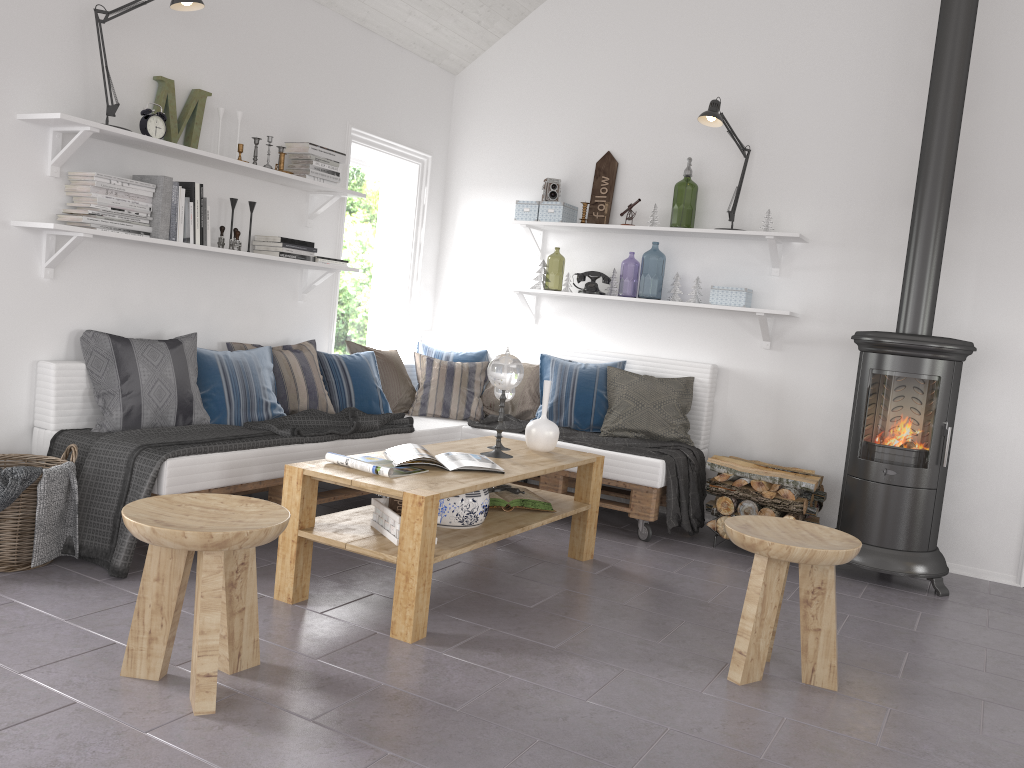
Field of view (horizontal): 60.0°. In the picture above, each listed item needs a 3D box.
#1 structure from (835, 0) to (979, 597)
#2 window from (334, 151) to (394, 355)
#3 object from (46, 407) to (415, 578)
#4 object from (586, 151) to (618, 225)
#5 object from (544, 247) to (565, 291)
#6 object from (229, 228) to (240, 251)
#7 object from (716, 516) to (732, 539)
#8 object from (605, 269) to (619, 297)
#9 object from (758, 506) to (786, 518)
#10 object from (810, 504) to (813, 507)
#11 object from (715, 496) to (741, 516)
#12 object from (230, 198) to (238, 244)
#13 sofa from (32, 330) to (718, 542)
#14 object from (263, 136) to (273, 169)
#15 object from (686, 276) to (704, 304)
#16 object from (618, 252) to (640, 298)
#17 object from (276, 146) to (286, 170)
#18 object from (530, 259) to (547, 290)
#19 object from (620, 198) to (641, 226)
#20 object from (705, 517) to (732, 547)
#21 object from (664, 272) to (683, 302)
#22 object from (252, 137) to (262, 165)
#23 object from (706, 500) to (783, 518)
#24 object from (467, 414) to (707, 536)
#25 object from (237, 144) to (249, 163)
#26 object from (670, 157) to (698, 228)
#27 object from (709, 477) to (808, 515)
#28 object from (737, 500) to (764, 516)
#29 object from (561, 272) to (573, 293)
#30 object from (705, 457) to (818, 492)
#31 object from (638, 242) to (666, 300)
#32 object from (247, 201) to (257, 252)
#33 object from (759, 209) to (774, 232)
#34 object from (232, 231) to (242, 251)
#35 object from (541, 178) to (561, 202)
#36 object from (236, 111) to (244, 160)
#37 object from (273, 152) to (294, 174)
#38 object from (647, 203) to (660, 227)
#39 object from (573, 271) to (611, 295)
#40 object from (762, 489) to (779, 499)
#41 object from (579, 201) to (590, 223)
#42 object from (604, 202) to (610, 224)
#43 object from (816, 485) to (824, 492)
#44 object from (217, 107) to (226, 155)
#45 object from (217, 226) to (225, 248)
[{"bbox_3d":[2.050,-1.487,4.213,0.643,4.887,0.626,6,5,5],"label":"structure"},{"bbox_3d":[-1.052,-0.650,5.668,0.052,1.655,0.685,8,5,29],"label":"window"},{"bbox_3d":[-1.177,0.384,4.092,0.685,0.533,1.892,8,5,28],"label":"object"},{"bbox_3d":[0.557,-1.190,5.437,0.154,0.480,0.053,9,5,34],"label":"object"},{"bbox_3d":[0.266,-0.704,5.453,0.111,0.270,0.111,2,6,-43],"label":"object"},{"bbox_3d":[-1.341,-0.698,4.294,0.032,0.117,0.058,10,6,39],"label":"object"},{"bbox_3d":[1.232,0.740,4.749,0.118,0.142,0.520,9,5,32],"label":"object"},{"bbox_3d":[0.609,-0.613,5.347,0.127,0.176,0.007,9,5,34],"label":"object"},{"bbox_3d":[1.383,0.656,4.635,0.102,0.102,0.561,8,5,28],"label":"object"},{"bbox_3d":[1.330,0.589,4.655,0.467,0.067,0.098,8,5,30],"label":"object"},{"bbox_3d":[1.207,0.619,4.759,0.103,0.107,0.516,8,5,27],"label":"object"},{"bbox_3d":[-1.368,-0.775,4.331,0.085,0.259,0.085,6,5,-3],"label":"object"},{"bbox_3d":[-0.408,0.248,4.406,2.017,0.932,2.855,8,5,29],"label":"sofa"},{"bbox_3d":[-1.180,-1.120,4.304,0.066,0.160,0.066,7,5,15],"label":"object"},{"bbox_3d":[1.052,-0.538,5.064,0.088,0.161,0.093,9,6,38],"label":"object"},{"bbox_3d":[0.693,-0.642,5.229,0.111,0.270,0.111,2,6,-43],"label":"object"},{"bbox_3d":[-1.172,-1.130,4.484,0.055,0.153,0.055,6,5,-4],"label":"object"},{"bbox_3d":[0.190,-0.679,5.516,0.113,0.195,0.107,9,6,35],"label":"object"},{"bbox_3d":[0.696,-1.008,5.258,0.092,0.172,0.177,6,5,-3],"label":"object"},{"bbox_3d":[1.306,0.802,4.706,0.456,0.118,0.478,8,5,29],"label":"object"},{"bbox_3d":[0.953,-0.563,5.154,0.103,0.178,0.097,5,5,-8],"label":"object"},{"bbox_3d":[-1.241,-1.122,4.294,0.055,0.153,0.055,6,5,6],"label":"object"},{"bbox_3d":[1.281,0.700,4.633,0.539,0.070,0.101,8,5,29],"label":"object"},{"bbox_3d":[0.381,0.482,5.013,1.449,0.508,0.716,7,5,18],"label":"object"},{"bbox_3d":[-1.271,-1.079,4.147,0.088,0.085,0.088,2,6,-39],"label":"object"},{"bbox_3d":[0.992,-1.086,5.066,0.136,0.415,0.136,3,5,-28],"label":"object"},{"bbox_3d":[1.244,0.568,4.493,0.480,0.104,0.126,9,5,30],"label":"object"},{"bbox_3d":[1.295,0.632,4.683,0.110,0.109,0.463,8,5,27],"label":"object"},{"bbox_3d":[0.337,-0.617,5.370,0.072,0.124,0.068,7,5,13],"label":"object"},{"bbox_3d":[1.260,0.459,4.514,0.571,0.079,0.115,8,5,29],"label":"object"},{"bbox_3d":[0.817,-0.657,5.153,0.137,0.335,0.137,7,5,18],"label":"object"},{"bbox_3d":[-1.298,-0.773,4.400,0.085,0.259,0.085,6,5,-3],"label":"object"},{"bbox_3d":[1.400,-0.889,4.858,0.072,0.142,0.073,3,5,-29],"label":"object"},{"bbox_3d":[-1.316,-0.683,4.245,0.032,0.102,0.058,8,5,24],"label":"object"},{"bbox_3d":[0.251,-1.200,5.531,0.121,0.157,0.117,5,5,-12],"label":"object"},{"bbox_3d":[-1.321,-1.181,4.279,0.084,0.256,0.084,6,5,-3],"label":"object"},{"bbox_3d":[-1.141,-1.093,4.395,0.124,0.100,0.124,2,6,-39],"label":"object"},{"bbox_3d":[0.823,-0.973,5.132,0.075,0.147,0.075,6,5,-4],"label":"object"},{"bbox_3d":[0.479,-0.611,5.368,0.171,0.146,0.203,2,6,-37],"label":"object"},{"bbox_3d":[1.377,0.533,4.586,0.059,0.048,0.529,8,5,29],"label":"object"},{"bbox_3d":[0.437,-1.034,5.370,0.085,0.152,0.085,2,6,-37],"label":"object"},{"bbox_3d":[0.563,-1.015,5.321,0.052,0.148,0.052,5,5,-10],"label":"object"},{"bbox_3d":[1.428,0.550,4.796,0.483,0.097,0.123,9,5,30],"label":"object"},{"bbox_3d":[-1.398,-1.186,4.236,0.084,0.256,0.084,6,5,-3],"label":"object"},{"bbox_3d":[-1.389,-0.698,4.243,0.032,0.117,0.058,6,5,3],"label":"object"}]
